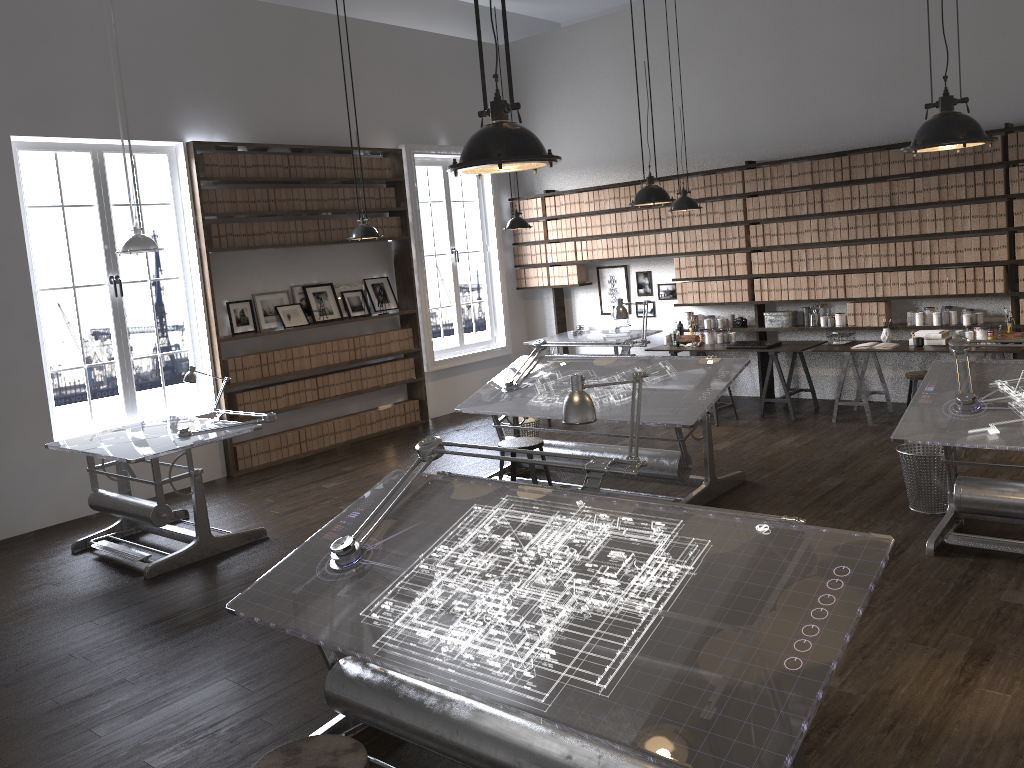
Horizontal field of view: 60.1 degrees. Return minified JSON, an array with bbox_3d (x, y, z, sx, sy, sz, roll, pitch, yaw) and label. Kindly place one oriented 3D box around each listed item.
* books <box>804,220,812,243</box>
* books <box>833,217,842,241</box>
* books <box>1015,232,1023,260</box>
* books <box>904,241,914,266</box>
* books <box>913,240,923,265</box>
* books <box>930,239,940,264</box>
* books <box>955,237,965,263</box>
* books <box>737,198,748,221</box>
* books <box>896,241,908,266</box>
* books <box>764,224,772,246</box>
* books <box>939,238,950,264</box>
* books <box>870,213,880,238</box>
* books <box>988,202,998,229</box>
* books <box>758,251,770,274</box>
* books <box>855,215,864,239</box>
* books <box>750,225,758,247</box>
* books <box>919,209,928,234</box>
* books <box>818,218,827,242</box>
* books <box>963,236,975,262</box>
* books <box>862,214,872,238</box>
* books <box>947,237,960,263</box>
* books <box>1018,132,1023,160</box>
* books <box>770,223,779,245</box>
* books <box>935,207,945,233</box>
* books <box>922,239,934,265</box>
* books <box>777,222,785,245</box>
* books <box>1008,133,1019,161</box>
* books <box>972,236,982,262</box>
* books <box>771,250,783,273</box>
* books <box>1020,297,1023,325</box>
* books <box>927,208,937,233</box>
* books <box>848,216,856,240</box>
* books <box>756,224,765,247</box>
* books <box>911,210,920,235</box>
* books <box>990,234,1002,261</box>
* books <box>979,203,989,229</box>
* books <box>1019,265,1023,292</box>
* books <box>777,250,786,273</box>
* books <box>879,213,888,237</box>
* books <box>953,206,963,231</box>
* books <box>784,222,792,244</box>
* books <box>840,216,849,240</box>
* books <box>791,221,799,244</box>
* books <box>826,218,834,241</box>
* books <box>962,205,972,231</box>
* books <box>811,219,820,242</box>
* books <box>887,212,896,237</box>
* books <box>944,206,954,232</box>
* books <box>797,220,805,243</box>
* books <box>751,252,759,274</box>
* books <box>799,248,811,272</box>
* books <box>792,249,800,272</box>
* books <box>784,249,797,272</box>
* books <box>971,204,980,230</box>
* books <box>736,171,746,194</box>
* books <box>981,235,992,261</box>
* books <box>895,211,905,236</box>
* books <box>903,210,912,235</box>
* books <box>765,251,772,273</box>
[{"bbox_3d":[2.901,-1.480,8.591,0.067,0.224,0.175,0,8,41],"label":"books"},{"bbox_3d":[3.115,-1.472,8.407,0.067,0.224,0.175,0,8,41],"label":"books"},{"bbox_3d":[4.292,-1.162,7.452,0.067,0.224,0.175,0,8,41],"label":"books"},{"bbox_3d":[3.620,-1.180,8.020,0.067,0.224,0.175,0,8,41],"label":"books"},{"bbox_3d":[3.680,-1.179,7.976,0.067,0.224,0.175,0,8,41],"label":"books"},{"bbox_3d":[3.788,-1.175,7.883,0.067,0.224,0.175,0,8,41],"label":"books"},{"bbox_3d":[3.943,-1.169,7.749,0.067,0.224,0.175,0,8,41],"label":"books"},{"bbox_3d":[2.362,-1.770,9.002,0.067,0.224,0.175,0,8,41],"label":"books"},{"bbox_3d":[3.567,-1.183,8.073,0.067,0.224,0.175,0,8,41],"label":"books"},{"bbox_3d":[2.592,-1.492,8.860,0.067,0.224,0.175,0,8,41],"label":"books"},{"bbox_3d":[3.842,-1.173,7.837,0.067,0.224,0.175,0,8,41],"label":"books"},{"bbox_3d":[3.378,-1.462,8.179,0.067,0.224,0.175,0,8,41],"label":"books"},{"bbox_3d":[4.116,-1.435,7.551,0.067,0.224,0.175,0,8,41],"label":"books"},{"bbox_3d":[2.555,-1.220,8.930,0.067,0.224,0.175,0,8,41],"label":"books"},{"bbox_3d":[3.274,-1.466,8.272,0.067,0.224,0.175,0,8,41],"label":"books"},{"bbox_3d":[2.479,-1.496,8.957,0.067,0.224,0.175,0,8,41],"label":"books"},{"bbox_3d":[3.701,-1.450,7.907,0.067,0.224,0.175,0,8,41],"label":"books"},{"bbox_3d":[3.011,-1.476,8.499,0.067,0.224,0.175,0,8,41],"label":"books"},{"bbox_3d":[3.989,-1.167,7.707,0.067,0.224,0.175,0,8,41],"label":"books"},{"bbox_3d":[3.325,-1.465,8.232,0.067,0.224,0.175,0,8,41],"label":"books"},{"bbox_3d":[3.889,-1.170,7.789,0.067,0.224,0.175,0,8,41],"label":"books"},{"bbox_3d":[4.250,-1.972,7.336,0.067,0.224,0.175,0,8,41],"label":"books"},{"bbox_3d":[2.643,-1.489,8.810,0.067,0.224,0.175,0,8,41],"label":"books"},{"bbox_3d":[3.802,-1.446,7.817,0.067,0.224,0.175,0,8,41],"label":"books"},{"bbox_3d":[3.731,-1.176,7.926,0.067,0.224,0.175,0,8,41],"label":"books"},{"bbox_3d":[2.699,-1.488,8.767,0.067,0.224,0.175,0,8,41],"label":"books"},{"bbox_3d":[4.197,-1.975,7.389,0.067,0.224,0.175,0,8,41],"label":"books"},{"bbox_3d":[4.039,-1.164,7.662,0.067,0.224,0.175,0,8,41],"label":"books"},{"bbox_3d":[2.661,-1.217,8.845,0.067,0.224,0.175,0,8,41],"label":"books"},{"bbox_3d":[4.353,-0.616,7.490,0.067,0.224,0.175,0,8,41],"label":"books"},{"bbox_3d":[3.748,-1.448,7.865,0.067,0.224,0.175,0,8,41],"label":"books"},{"bbox_3d":[3.223,-1.467,8.310,0.067,0.224,0.175,0,8,41],"label":"books"},{"bbox_3d":[2.531,-1.493,8.904,0.067,0.224,0.175,0,8,41],"label":"books"},{"bbox_3d":[3.647,-1.451,7.947,0.067,0.224,0.175,0,8,41],"label":"books"},{"bbox_3d":[4.149,-1.161,7.575,0.067,0.224,0.175,0,8,41],"label":"books"},{"bbox_3d":[4.065,-1.435,7.589,0.067,0.224,0.175,0,8,41],"label":"books"},{"bbox_3d":[4.329,-0.890,7.467,0.067,0.224,0.175,0,8,41],"label":"books"},{"bbox_3d":[2.712,-1.215,8.805,0.067,0.224,0.175,0,8,41],"label":"books"},{"bbox_3d":[3.439,-1.460,8.135,0.067,0.224,0.175,0,8,41],"label":"books"},{"bbox_3d":[3.912,-1.443,7.730,0.067,0.224,0.175,0,8,41],"label":"books"},{"bbox_3d":[2.753,-1.486,8.721,0.067,0.224,0.175,0,8,41],"label":"books"},{"bbox_3d":[3.168,-1.469,8.357,0.067,0.224,0.175,0,8,41],"label":"books"},{"bbox_3d":[2.801,-1.483,8.673,0.067,0.224,0.175,0,8,41],"label":"books"},{"bbox_3d":[3.065,-1.474,8.455,0.067,0.224,0.175,0,8,41],"label":"books"},{"bbox_3d":[3.962,-1.440,7.682,0.067,0.224,0.175,0,8,41],"label":"books"},{"bbox_3d":[2.955,-1.477,8.542,0.067,0.224,0.175,0,8,41],"label":"books"},{"bbox_3d":[3.490,-1.458,8.085,0.067,0.224,0.175,0,8,41],"label":"books"},{"bbox_3d":[3.858,-1.444,7.774,0.067,0.224,0.175,0,8,41],"label":"books"},{"bbox_3d":[2.854,-1.482,8.633,0.067,0.224,0.175,0,8,41],"label":"books"},{"bbox_3d":[2.502,-1.222,8.980,0.067,0.224,0.175,0,8,41],"label":"books"},{"bbox_3d":[2.877,-1.208,8.658,0.067,0.224,0.175,0,8,41],"label":"books"},{"bbox_3d":[2.826,-1.211,8.708,0.067,0.224,0.175,0,8,41],"label":"books"},{"bbox_3d":[2.765,-1.212,8.752,0.067,0.224,0.175,0,8,41],"label":"books"},{"bbox_3d":[4.015,-1.437,7.632,0.067,0.224,0.175,0,8,41],"label":"books"},{"bbox_3d":[2.342,-2.043,8.969,0.067,0.224,0.175,0,8,41],"label":"books"},{"bbox_3d":[4.095,-1.163,7.619,0.067,0.224,0.175,0,8,41],"label":"books"},{"bbox_3d":[3.546,-1.456,8.042,0.067,0.224,0.175,0,8,41],"label":"books"},{"bbox_3d":[3.600,-1.454,7.996,0.067,0.224,0.175,0,8,41],"label":"books"},{"bbox_3d":[2.610,-1.218,8.883,0.067,0.224,0.175,0,8,41],"label":"books"}]
